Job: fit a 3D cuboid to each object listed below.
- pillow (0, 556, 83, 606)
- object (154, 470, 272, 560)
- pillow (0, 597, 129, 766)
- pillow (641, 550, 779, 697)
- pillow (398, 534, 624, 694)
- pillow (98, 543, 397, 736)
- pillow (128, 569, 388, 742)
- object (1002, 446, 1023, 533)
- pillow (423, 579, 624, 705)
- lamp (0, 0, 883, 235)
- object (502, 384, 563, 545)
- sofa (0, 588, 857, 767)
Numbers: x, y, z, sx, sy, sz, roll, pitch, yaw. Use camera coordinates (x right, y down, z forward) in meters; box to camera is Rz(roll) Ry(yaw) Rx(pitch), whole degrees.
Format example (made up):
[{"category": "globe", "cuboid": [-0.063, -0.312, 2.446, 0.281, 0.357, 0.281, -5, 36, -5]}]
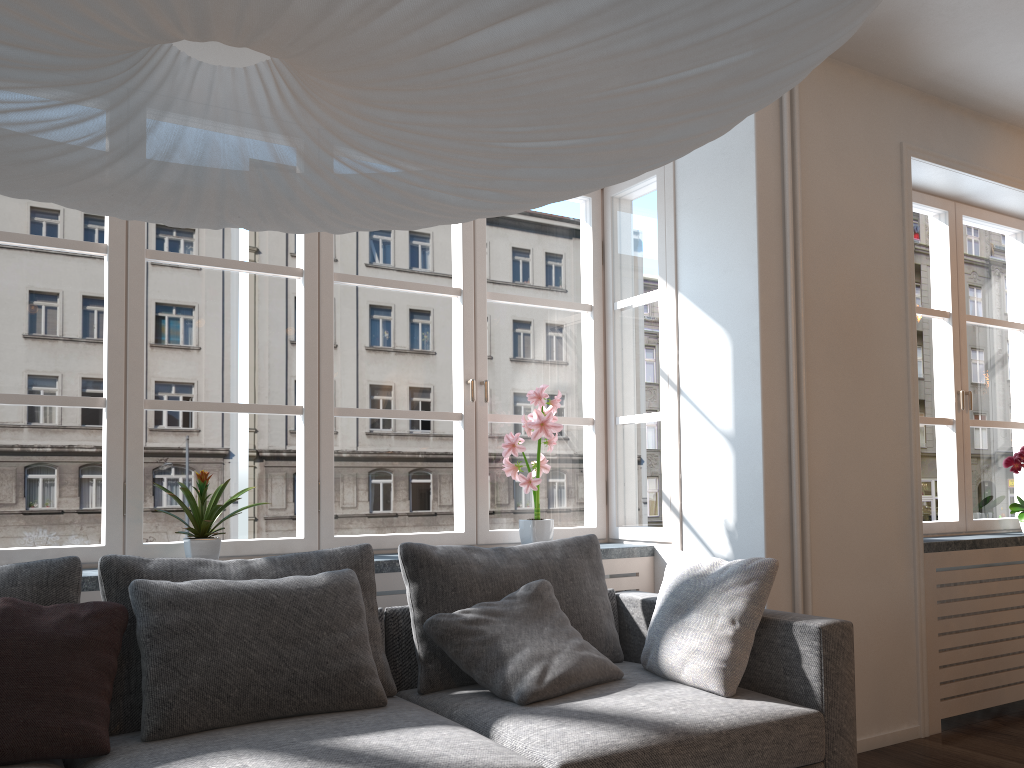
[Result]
[{"category": "pillow", "cuboid": [-1.505, 0.683, 2.159, 0.837, 0.476, 0.276, 3, -5, -31]}, {"category": "object", "cuboid": [-1.021, 0.455, 3.010, 0.323, 0.327, 0.377, -4, -6, 33]}, {"category": "pillow", "cuboid": [-1.205, 0.703, 2.158, 0.521, 0.401, 0.312, 2, -5, -29]}, {"category": "pillow", "cuboid": [0.605, 0.769, 2.906, 0.287, 0.412, 0.496, 2, -6, -32]}, {"category": "pillow", "cuboid": [0.019, 0.779, 3.088, 0.837, 0.475, 0.276, 3, -5, -31]}, {"category": "pillow", "cuboid": [-0.767, 0.729, 2.621, 0.840, 0.473, 0.278, 3, -5, -31]}, {"category": "pillow", "cuboid": [-0.705, 0.739, 2.491, 0.667, 0.395, 0.293, 3, -5, -31]}, {"category": "object", "cuboid": [2.574, 0.522, 4.366, 0.230, 0.435, 0.407, -3, -5, 35]}, {"category": "pillow", "cuboid": [0.042, 0.805, 2.817, 0.445, 0.319, 0.493, -5, -7, 40]}, {"category": "lamp", "cuboid": [-0.310, -0.379, 0.947, 1.470, 0.209, 1.478, -1, -7, 5]}, {"category": "object", "cuboid": [0.090, 0.348, 3.710, 0.298, 0.688, 0.201, -3, -4, 38]}, {"category": "sofa", "cuboid": [-0.263, 0.950, 1.887, 3.071, 0.668, 2.049, 3, -8, -31]}]
